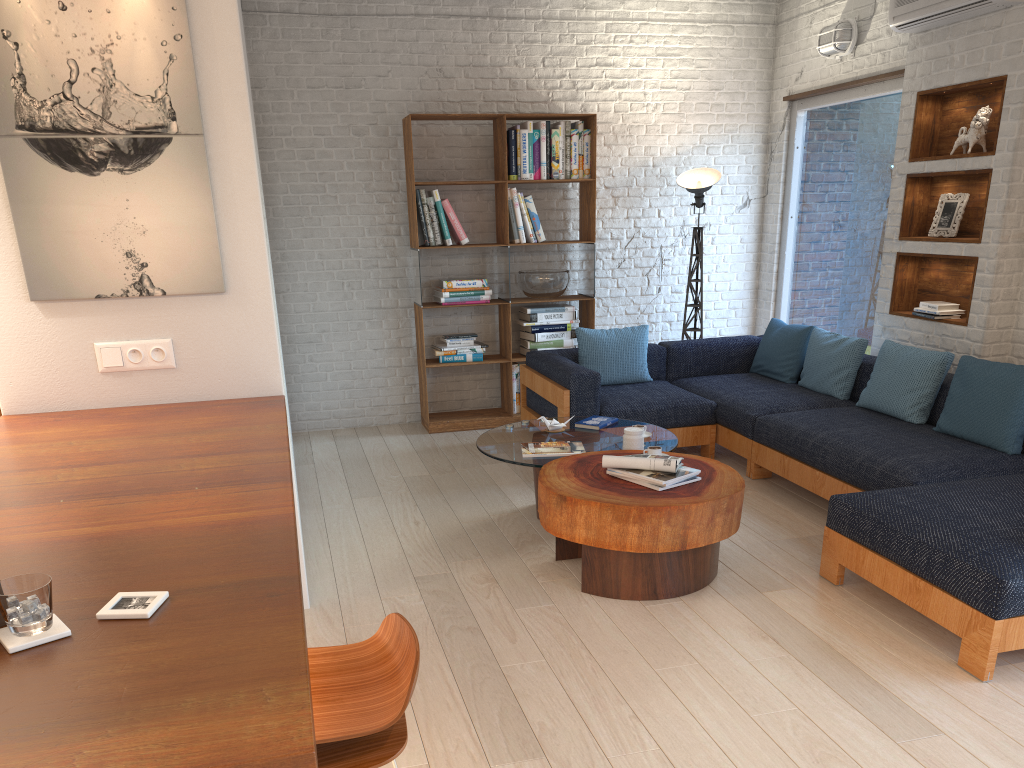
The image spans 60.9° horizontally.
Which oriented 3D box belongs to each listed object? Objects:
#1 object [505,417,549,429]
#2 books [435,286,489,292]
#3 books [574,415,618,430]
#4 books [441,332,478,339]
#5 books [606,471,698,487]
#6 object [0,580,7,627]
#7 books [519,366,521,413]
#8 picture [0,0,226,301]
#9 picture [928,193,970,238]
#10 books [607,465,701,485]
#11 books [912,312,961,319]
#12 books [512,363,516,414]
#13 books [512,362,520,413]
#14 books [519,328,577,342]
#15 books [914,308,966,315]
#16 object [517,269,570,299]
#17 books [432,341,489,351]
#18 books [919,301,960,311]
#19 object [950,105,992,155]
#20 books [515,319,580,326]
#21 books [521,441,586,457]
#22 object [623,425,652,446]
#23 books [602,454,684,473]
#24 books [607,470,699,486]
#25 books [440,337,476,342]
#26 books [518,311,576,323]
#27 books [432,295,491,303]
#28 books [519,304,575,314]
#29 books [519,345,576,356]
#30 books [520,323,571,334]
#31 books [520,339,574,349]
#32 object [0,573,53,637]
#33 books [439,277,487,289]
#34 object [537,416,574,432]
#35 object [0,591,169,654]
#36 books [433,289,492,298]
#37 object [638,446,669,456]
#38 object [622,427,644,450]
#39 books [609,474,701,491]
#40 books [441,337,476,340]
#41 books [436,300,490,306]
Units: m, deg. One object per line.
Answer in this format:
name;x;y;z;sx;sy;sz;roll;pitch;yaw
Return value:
object;0.082;0.221;5.009;0.296;0.028;0.066;-10;15;-35
books;-0.374;-0.712;6.484;0.354;0.022;0.260;-5;12;-15
books;0.482;0.220;4.971;0.160;0.024;0.223;6;14;34
books;-0.400;-0.367;6.597;0.251;0.018;0.155;-4;12;-14
books;0.622;0.393;3.860;0.311;0.011;0.246;10;16;44
object;-0.949;0.381;1.499;0.113;0.086;0.090;7;18;29
books;0.061;0.042;6.860;0.057;0.347;0.242;-7;18;-14
picture;-1.381;-0.815;2.946;0.652;1.068;0.019;-6;20;-13
picture;2.540;-0.977;5.055;0.101;0.257;0.185;-10;19;-23
books;0.622;0.377;3.827;0.247;0.011;0.310;-11;15;-39
books;2.521;-0.410;5.184;0.162;0.018;0.240;-2;11;-4
books;-0.018;0.022;6.824;0.036;0.403;0.232;-7;18;-14
books;0.013;0.017;6.847;0.036;0.403;0.232;-7;18;-14
books;0.281;-0.386;6.752;0.375;0.068;0.235;-7;13;-26
books;2.531;-0.434;5.165;0.170;0.020;0.225;-4;12;-12
object;0.243;-0.758;6.640;0.400;0.212;0.384;5;15;27
books;-0.397;-0.287;6.616;0.376;0.019;0.234;-6;12;-21
books;2.530;-0.461;5.162;0.132;0.035;0.196;-2;12;-4
object;2.539;-1.394;4.807;0.112;0.255;0.205;-4;17;-6
books;0.268;-0.483;6.715;0.443;0.022;0.260;-4;12;-14
books;0.209;0.333;4.475;0.318;0.011;0.240;-2;11;-1
object;0.698;0.266;4.631;0.153;0.060;0.259;-7;13;-21
books;0.590;0.351;3.891;0.321;0.115;0.260;3;13;18
books;0.621;0.386;3.839;0.311;0.011;0.246;10;16;44
books;-0.413;-0.344;6.623;0.234;0.020;0.164;-6;12;-20
books;0.271;-0.530;6.718;0.377;0.068;0.234;-6;13;-19
books;-0.378;-0.644;6.493;0.377;0.038;0.234;-5;12;-18
books;0.266;-0.579;6.695;0.378;0.038;0.233;-4;12;-14
books;0.275;-0.265;6.790;0.377;0.068;0.234;-6;13;-19
books;0.256;-0.442;6.714;0.324;0.058;0.244;-6;12;-19
books;0.268;-0.328;6.786;0.361;0.058;0.269;-4;12;-11
object;-0.810;0.372;1.455;0.091;0.089;0.086;-1;16;1
books;-0.366;-0.750;6.470;0.325;0.058;0.243;-4;12;-11
object;0.244;0.211;4.867;0.186;0.096;0.185;1;13;11
object;-0.813;0.402;1.499;0.394;0.036;0.189;-4;12;-10
books;-0.366;-0.680;6.476;0.377;0.038;0.234;-6;12;-20
object;0.669;0.327;4.142;0.145;0.059;0.168;-7;14;-25
object;0.616;0.281;4.423;0.108;0.114;0.102;-1;16;2
books;0.629;0.406;3.850;0.248;0.011;0.308;-9;14;-34
books;-0.406;-0.357;6.614;0.241;0.009;0.149;-4;12;-14
books;-0.370;-0.617;6.511;0.354;0.022;0.260;-4;12;-14
